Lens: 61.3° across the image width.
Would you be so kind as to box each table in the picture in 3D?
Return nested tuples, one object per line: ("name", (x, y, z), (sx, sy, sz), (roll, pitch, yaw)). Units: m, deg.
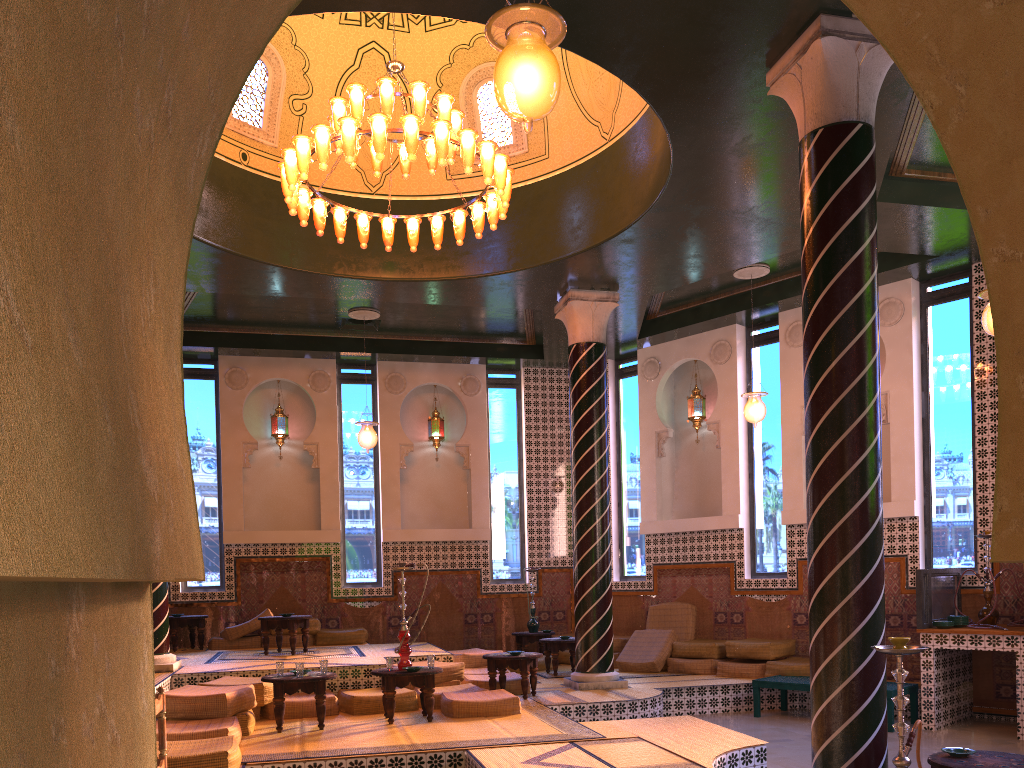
("table", (4.459, 4.449, 12.002), (0.859, 0.611, 2.027), (6, -14, -43))
("table", (3.644, 3.175, 6.601), (0.837, 0.586, 0.857), (0, -9, -8))
("table", (0.881, 4.604, 14.577), (0.848, 0.586, 0.846), (-9, -11, 40))
("table", (-3.595, 3.993, 13.714), (0.838, 0.586, 0.856), (-1, -8, -2))
("table", (0.017, 4.012, 11.857), (0.842, 0.586, 0.852), (-5, -9, 22))
("table", (0.415, 5.036, 16.462), (0.837, 0.586, 0.857), (-1, -8, -4))
("table", (-1.219, 3.638, 10.101), (0.848, 0.586, 0.846), (-9, -11, 40))
("table", (-5.728, 4.351, 15.062), (0.838, 0.586, 0.856), (-2, -8, 4))
("table", (-2.395, 3.591, 9.759), (0.839, 0.586, 0.855), (2, -9, -23))

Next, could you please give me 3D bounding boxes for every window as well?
("window", (-2.928, 1.900, 16.518), (0.773, 4.001, 0.091), (-1, 1, -14))
("window", (4.297, 1.244, 14.395), (0.091, 4.001, 0.776), (-2, 0, -44))
("window", (2.325, 1.759, 16.464), (0.091, 4.001, 0.776), (-2, 0, -44))
("window", (-0.151, 1.983, 17.191), (0.773, 4.001, 0.091), (-1, 1, -14))
("window", (-5.705, 1.816, 15.845), (0.773, 4.001, 0.091), (-1, 1, -14))
("window", (-1.201, -4.166, 9.316), (5.773, 1.156, 5.600), (-6, -13, 22))
("window", (6.269, 0.730, 12.326), (0.091, 4.001, 0.776), (-2, 0, -44))

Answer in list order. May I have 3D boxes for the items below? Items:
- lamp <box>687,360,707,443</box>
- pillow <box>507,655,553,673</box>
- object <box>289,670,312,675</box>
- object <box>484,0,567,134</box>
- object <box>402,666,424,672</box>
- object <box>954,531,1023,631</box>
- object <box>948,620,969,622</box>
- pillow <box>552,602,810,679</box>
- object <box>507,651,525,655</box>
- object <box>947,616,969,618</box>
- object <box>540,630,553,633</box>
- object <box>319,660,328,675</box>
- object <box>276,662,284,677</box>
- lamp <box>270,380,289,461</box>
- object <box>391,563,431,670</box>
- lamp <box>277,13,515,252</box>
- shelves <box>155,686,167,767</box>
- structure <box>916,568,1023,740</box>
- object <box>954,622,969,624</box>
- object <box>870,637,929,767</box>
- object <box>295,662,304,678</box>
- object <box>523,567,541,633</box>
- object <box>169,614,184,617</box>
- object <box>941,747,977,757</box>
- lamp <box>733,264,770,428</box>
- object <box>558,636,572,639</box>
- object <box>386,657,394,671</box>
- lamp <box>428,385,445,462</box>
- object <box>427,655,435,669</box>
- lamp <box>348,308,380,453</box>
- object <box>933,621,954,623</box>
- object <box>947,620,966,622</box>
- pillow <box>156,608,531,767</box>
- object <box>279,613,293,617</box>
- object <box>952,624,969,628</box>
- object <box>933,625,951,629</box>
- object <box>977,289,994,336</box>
("lamp", (3.303, 0.301, 15.456), (0.359, 1.565, 0.325), (-1, 0, -40))
("pillow", (0.170, 5.041, 15.547), (0.982, 0.276, 0.962), (9, -16, -42))
("object", (-2.409, 3.292, 9.842), (0.253, 0.045, 0.254), (-9, -14, 30))
("object", (0.046, -2.354, 4.124), (0.518, 2.319, 0.520), (-1, 0, -25))
("object", (-1.131, 3.271, 9.888), (0.253, 0.045, 0.254), (-9, -14, 30))
("object", (6.064, 2.522, 11.149), (1.191, 1.256, 1.254), (-5, -7, 30))
("object", (5.819, 3.101, 11.265), (0.252, 0.045, 0.255), (9, -16, -39))
("pillow", (2.748, 4.371, 14.867), (1.413, 1.189, 5.833), (5, -13, -43))
("object", (0.050, 3.672, 11.770), (0.251, 0.045, 0.256), (5, -14, -28))
("object", (5.818, 3.051, 11.264), (0.252, 0.045, 0.255), (-7, -14, 26))
("object", (0.665, 4.687, 16.355), (0.250, 0.045, 0.256), (-2, -12, 1))
("object", (-2.141, 3.223, 9.827), (0.092, 0.163, 0.093), (1, -3, -36))
("object", (-2.608, 3.209, 9.713), (0.092, 0.163, 0.092), (-3, -3, 34))
("lamp", (-4.362, 0.657, 16.203), (0.325, 1.565, 0.360), (-1, 0, 20))
("object", (-1.187, 2.714, 10.096), (0.463, 1.253, 0.301), (-1, 0, 3))
("lamp", (-1.260, -4.140, 9.168), (2.468, 4.605, 2.493), (-1, -3, -6))
("shelves", (-2.716, 2.720, 5.703), (0.745, 1.286, 1.205), (-1, -6, -13))
("structure", (6.289, 3.428, 11.257), (1.657, 2.071, 1.368), (3, -6, -44))
("object", (5.820, 3.133, 11.265), (0.250, 0.045, 0.257), (-1, -12, -2))
("object", (2.411, 2.093, 5.034), (0.837, 1.262, 0.355), (2, -3, -43))
("object", (-2.351, 3.171, 9.571), (0.092, 0.163, 0.093), (1, -3, -36))
("object", (0.363, 4.105, 16.416), (0.301, 1.254, 0.463), (-1, -1, 22))
("object", (-5.783, 3.996, 14.904), (0.250, 0.045, 0.256), (-2, -12, 1))
("object", (3.510, 2.901, 6.784), (0.250, 0.045, 0.256), (-2, -12, 1))
("lamp", (3.545, -0.510, 12.688), (0.518, 2.319, 0.520), (-1, 0, -25))
("object", (0.891, 4.268, 14.519), (0.250, 0.045, 0.256), (-2, -12, 1))
("object", (-1.419, 3.252, 10.033), (0.092, 0.163, 0.093), (-1, -3, -11))
("lamp", (-1.488, 0.748, 16.921), (0.361, 1.565, 0.324), (-1, 0, 20))
("object", (-0.953, 3.266, 10.146), (0.092, 0.163, 0.093), (1, -3, -36))
("lamp", (-2.408, -0.014, 14.243), (0.518, 2.319, 0.520), (-1, 0, -25))
("object", (5.567, 3.087, 11.142), (0.251, 0.045, 0.256), (4, -13, -22))
("object", (5.820, 3.109, 11.265), (0.251, 0.045, 0.256), (4, -13, -22))
("pillow", (-4.481, 3.629, 10.914), (10.030, 1.259, 10.158), (2, -13, -13))
("object", (-3.579, 3.673, 13.714), (0.250, 0.045, 0.256), (-2, -12, 1))
("object", (5.821, 3.158, 11.265), (0.250, 0.045, 0.256), (-2, -12, 1))
("object", (5.568, 3.136, 11.142), (0.250, 0.045, 0.256), (-2, -12, 1))
("object", (4.629, -1.544, 8.216), (0.518, 2.319, 0.520), (-1, 0, -25))
